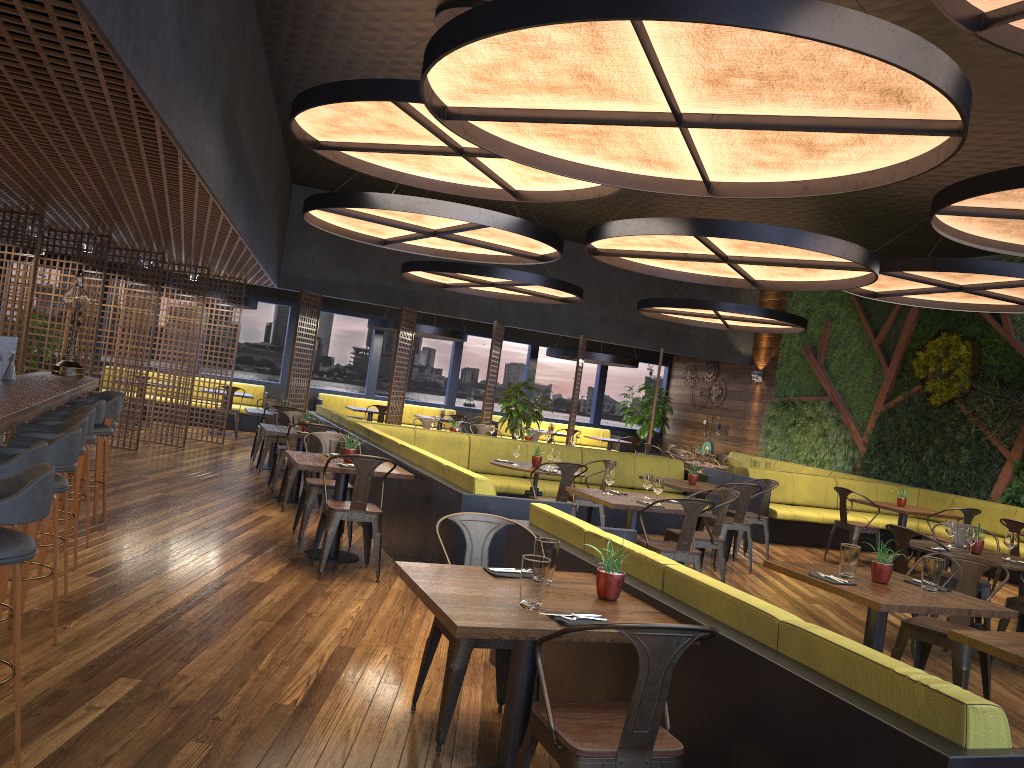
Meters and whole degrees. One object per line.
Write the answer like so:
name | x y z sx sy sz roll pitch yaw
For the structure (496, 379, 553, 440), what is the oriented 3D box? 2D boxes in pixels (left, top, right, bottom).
structure | 0.082 0.765 15.663 0.993 1.763 1.166 8 -1 40

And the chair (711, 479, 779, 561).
chair | 2.649 1.505 9.964 0.541 0.917 0.504 8 0 -20

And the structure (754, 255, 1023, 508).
structure | 6.688 0.236 13.437 0.918 4.593 9.182 8 0 -21

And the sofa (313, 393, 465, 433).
sofa | -2.578 0.843 18.616 3.061 0.914 0.966 8 0 -20

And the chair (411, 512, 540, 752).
chair | -0.131 1.077 3.968 0.504 0.917 0.541 8 0 -20

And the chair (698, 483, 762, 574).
chair | 2.225 1.440 9.115 0.504 0.917 0.541 8 0 -20

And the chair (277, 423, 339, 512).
chair | -2.090 0.841 9.082 0.504 0.917 0.541 8 0 -20

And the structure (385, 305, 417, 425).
structure | -1.986 0.003 15.563 0.050 2.700 0.852 8 0 10

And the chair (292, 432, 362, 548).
chair | -1.603 0.899 7.714 0.504 0.917 0.541 8 0 -20

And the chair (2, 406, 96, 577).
chair | -2.901 0.638 5.516 0.438 1.048 0.483 8 0 -6

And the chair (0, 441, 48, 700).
chair | -2.163 0.726 3.525 0.483 1.048 0.438 8 -1 41

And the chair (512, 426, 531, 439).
chair | 0.164 1.218 18.291 0.541 0.917 0.504 8 0 -20

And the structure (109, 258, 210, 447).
structure | -5.356 -0.481 13.354 1.319 2.700 0.050 8 0 10

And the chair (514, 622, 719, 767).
chair | 0.304 1.129 2.782 0.504 0.917 0.541 8 0 -20

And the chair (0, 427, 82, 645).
chair | -2.347 0.705 4.185 0.438 1.048 0.483 8 0 8

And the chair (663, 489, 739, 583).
chair | 1.605 1.344 7.640 0.541 0.917 0.504 8 0 -20

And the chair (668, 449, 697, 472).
chair | 2.815 1.561 14.706 0.504 0.917 0.541 8 0 -20

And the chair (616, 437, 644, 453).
chair | 2.380 1.526 18.322 0.504 0.917 0.541 8 0 -20

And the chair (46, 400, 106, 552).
chair | -3.173 0.605 6.242 0.483 1.048 0.438 8 -1 41

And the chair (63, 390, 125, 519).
chair | -3.538 0.562 7.397 0.438 1.048 0.483 8 0 -29

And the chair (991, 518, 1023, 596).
chair | 5.253 1.860 9.068 0.541 0.917 0.504 8 0 -20

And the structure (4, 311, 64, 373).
structure | -8.811 -0.467 16.185 0.993 1.763 1.166 8 -1 40

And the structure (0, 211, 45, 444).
structure | -5.955 -0.589 9.795 1.319 2.700 0.050 8 0 10

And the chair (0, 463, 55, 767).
chair | -1.808 0.771 2.891 0.438 1.048 0.483 8 0 -1

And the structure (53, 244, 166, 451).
structure | -5.555 -0.517 12.168 1.319 2.700 0.050 8 0 10

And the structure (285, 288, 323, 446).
structure | -3.565 -0.221 14.974 0.050 2.700 0.852 8 0 10

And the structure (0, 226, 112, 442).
structure | -5.755 -0.553 10.981 1.319 2.700 0.050 8 0 10

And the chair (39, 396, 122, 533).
chair | -3.326 0.588 6.849 0.438 1.048 0.483 8 0 8

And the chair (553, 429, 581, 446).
chair | 1.052 1.338 17.826 0.504 0.917 0.541 8 0 -20

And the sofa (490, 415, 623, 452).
sofa | 0.941 1.341 19.931 3.061 0.914 0.966 8 0 -20

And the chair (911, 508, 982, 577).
chair | 5.000 1.833 10.151 0.504 0.917 0.541 8 0 -20

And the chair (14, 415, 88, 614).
chair | -2.638 0.670 4.861 0.483 1.048 0.438 8 0 30

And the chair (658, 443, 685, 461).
chair | 2.971 1.596 16.653 0.504 0.917 0.541 8 0 -20

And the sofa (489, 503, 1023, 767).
sofa | 0.909 1.223 3.700 0.966 0.914 3.061 8 0 -20

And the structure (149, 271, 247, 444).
structure | -5.156 -0.445 14.540 1.319 2.700 0.050 8 0 10

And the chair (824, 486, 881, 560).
chair | 4.080 1.708 10.579 0.541 0.917 0.504 8 0 -20

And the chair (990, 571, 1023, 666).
chair | 3.892 1.653 6.435 0.504 0.917 0.541 8 -1 -39

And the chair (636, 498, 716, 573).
chair | 1.206 1.282 6.745 0.504 0.917 0.541 8 0 -20

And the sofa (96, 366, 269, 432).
sofa | -6.361 0.308 17.203 3.061 0.914 0.966 8 0 -20

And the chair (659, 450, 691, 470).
chair | 2.508 1.512 13.783 0.541 0.917 0.504 8 0 -20

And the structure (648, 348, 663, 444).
structure | 2.750 0.673 17.333 0.050 2.700 0.852 8 0 10

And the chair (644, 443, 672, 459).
chair | 2.552 1.532 15.701 0.541 0.917 0.504 8 0 -20

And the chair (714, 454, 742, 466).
chair | 3.622 1.675 15.007 0.504 0.917 0.541 8 0 -20

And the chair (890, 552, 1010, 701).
chair | 2.528 1.454 5.151 0.541 0.917 0.504 8 -1 -43

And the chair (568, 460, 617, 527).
chair | 0.778 1.242 9.447 0.541 0.917 0.504 8 0 -20

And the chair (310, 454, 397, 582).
chair | -1.174 0.950 6.547 0.504 0.917 0.541 8 0 -20

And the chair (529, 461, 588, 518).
chair | 0.408 1.184 8.647 0.504 0.917 0.541 8 0 -20
